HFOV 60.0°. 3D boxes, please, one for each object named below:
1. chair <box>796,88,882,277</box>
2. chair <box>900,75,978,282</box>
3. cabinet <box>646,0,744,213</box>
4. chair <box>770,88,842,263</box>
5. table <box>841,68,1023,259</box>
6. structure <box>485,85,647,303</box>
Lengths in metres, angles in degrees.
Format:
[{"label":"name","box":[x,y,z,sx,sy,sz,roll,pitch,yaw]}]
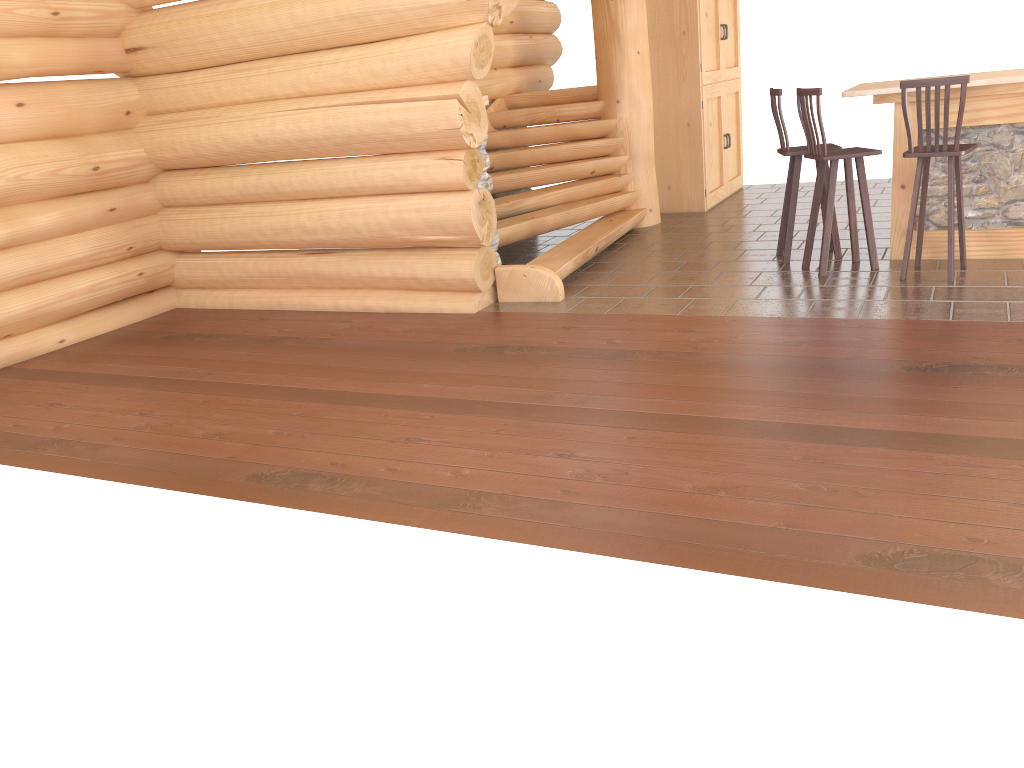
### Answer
[{"label":"chair","box":[2.360,-1.482,6.437,0.504,1.319,0.406,-7,19,-3]},{"label":"chair","box":[2.873,-1.387,5.991,0.406,1.319,0.504,8,24,36]},{"label":"cabinet","box":[2.168,-3.347,10.256,0.670,2.403,1.847,3,21,27]},{"label":"chair","box":[2.288,-1.642,6.928,0.504,1.319,0.406,-4,19,8]},{"label":"table","box":[4.135,-1.624,6.359,3.220,1.257,1.196,3,21,27]},{"label":"structure","box":[-0.003,-2.009,8.273,1.951,1.643,3.604,1,20,21]}]
